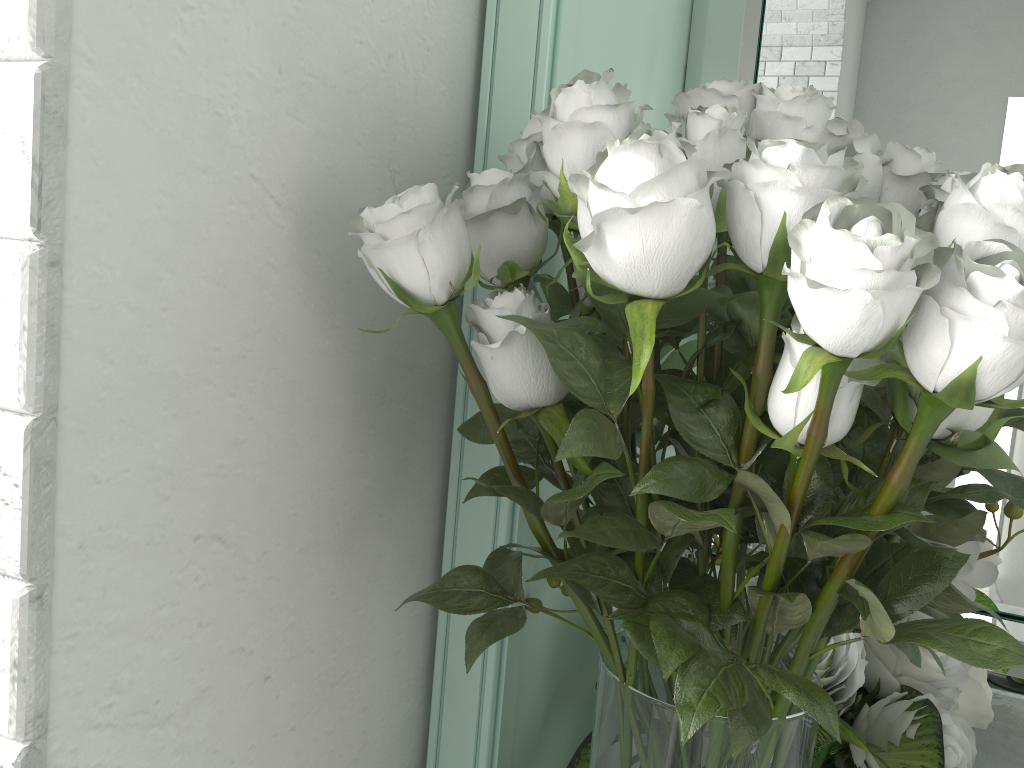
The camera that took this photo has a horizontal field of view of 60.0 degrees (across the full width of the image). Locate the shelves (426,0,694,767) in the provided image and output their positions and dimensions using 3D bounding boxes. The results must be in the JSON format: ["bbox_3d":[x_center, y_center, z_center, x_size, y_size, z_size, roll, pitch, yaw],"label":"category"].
[{"bbox_3d":[1.390,-0.450,0.288,2.814,2.114,0.466,8,7,22],"label":"shelves"}]

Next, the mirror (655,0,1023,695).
[{"bbox_3d":[0.888,-0.595,0.704,1.438,1.925,0.015,8,6,22],"label":"mirror"}]

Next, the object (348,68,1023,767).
[{"bbox_3d":[0.116,0.155,0.537,0.357,0.651,0.392,9,8,33],"label":"object"}]

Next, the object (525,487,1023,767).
[{"bbox_3d":[0.267,0.260,0.764,0.453,0.401,0.395,8,8,24],"label":"object"}]

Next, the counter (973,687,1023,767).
[{"bbox_3d":[1.256,0.562,0.292,2.812,0.180,0.826,8,9,22],"label":"counter"}]
